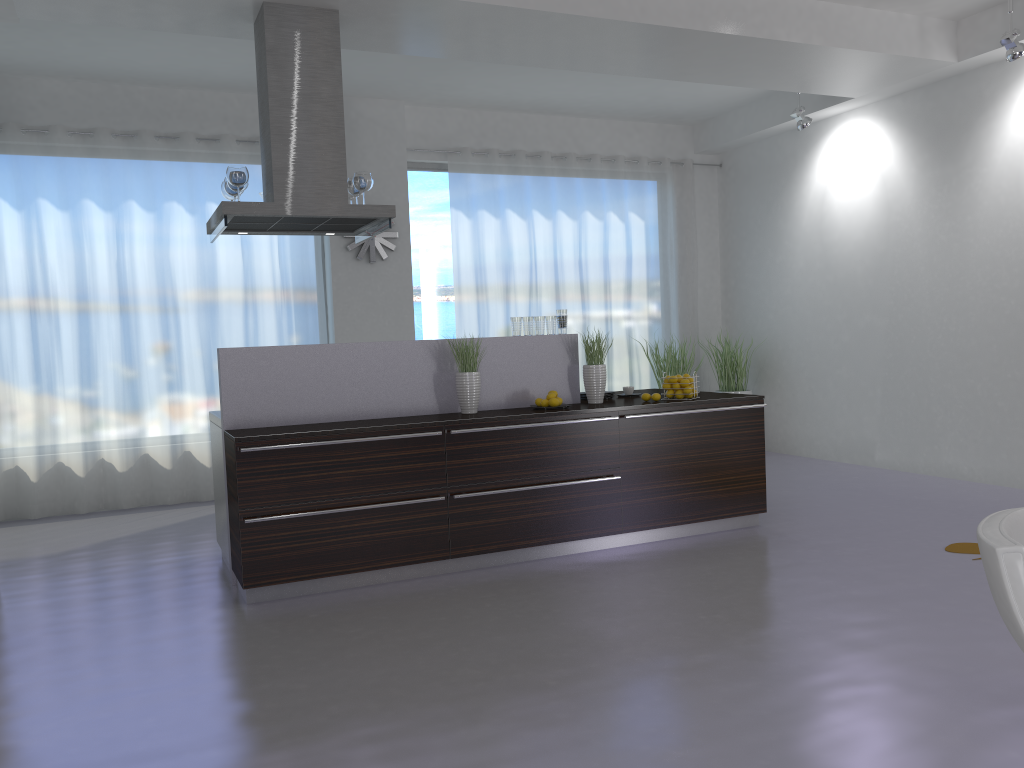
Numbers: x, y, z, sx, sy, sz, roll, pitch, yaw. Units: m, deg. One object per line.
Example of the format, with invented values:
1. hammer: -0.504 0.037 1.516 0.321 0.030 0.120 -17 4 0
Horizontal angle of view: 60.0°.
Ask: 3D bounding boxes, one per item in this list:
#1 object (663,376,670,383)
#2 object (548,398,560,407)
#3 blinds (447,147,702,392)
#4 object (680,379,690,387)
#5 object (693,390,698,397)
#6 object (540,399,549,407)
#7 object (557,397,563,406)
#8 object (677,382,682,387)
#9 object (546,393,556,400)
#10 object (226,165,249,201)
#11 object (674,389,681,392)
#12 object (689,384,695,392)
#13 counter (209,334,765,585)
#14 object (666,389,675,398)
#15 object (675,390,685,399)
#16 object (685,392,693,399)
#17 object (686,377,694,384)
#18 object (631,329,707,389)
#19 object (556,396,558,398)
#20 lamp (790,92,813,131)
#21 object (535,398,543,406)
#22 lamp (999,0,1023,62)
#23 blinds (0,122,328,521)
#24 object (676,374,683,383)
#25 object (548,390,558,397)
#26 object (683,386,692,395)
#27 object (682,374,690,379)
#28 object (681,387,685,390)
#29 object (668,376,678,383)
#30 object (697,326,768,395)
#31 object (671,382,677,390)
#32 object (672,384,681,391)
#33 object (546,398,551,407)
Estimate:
1. object: 1.005 -0.025 5.712 0.052 0.060 0.057 -4 4 -36
2. object: 0.253 0.112 5.332 0.070 0.058 0.060 -4 3 -25
3. blinds: 0.752 -0.773 9.045 2.830 3.112 0.120 -4 3 -24
4. object: 1.101 -0.006 5.645 0.061 0.052 0.053 -3 3 -11
5. object: 1.176 0.061 5.735 0.053 0.052 0.062 -2 3 15
6. object: 0.201 0.117 5.360 0.063 0.051 0.053 -3 3 -20
7. object: 0.280 0.109 5.391 0.052 0.054 0.061 0 4 43
8. object: 1.097 -0.006 5.743 0.055 0.051 0.061 -4 3 -30
9. object: 0.238 0.077 5.375 0.061 0.047 0.053 -3 3 -21
10. object: -1.551 -1.119 5.023 0.125 0.221 0.125 -2 3 1
11. object: 1.072 0.060 5.703 0.057 0.060 0.052 -3 3 -18
12. object: 1.145 0.029 5.684 0.061 0.055 0.051 -5 4 -45
13. counter: -0.129 0.353 5.654 3.291 1.300 1.302 -4 3 -24
14. object: 1.014 0.063 5.681 0.060 0.057 0.052 -4 3 -22
15. object: 1.071 0.068 5.660 0.064 0.063 0.074 -3 3 -4
16. object: 1.129 0.067 5.662 0.051 0.053 0.063 -3 3 -16
17. object: 1.141 -0.021 5.686 0.051 0.053 0.063 -3 3 -11
18. object: 1.639 0.097 8.880 0.713 1.334 0.656 -4 3 -24
19. object: 0.272 0.102 5.448 0.051 0.053 0.063 -2 3 16
20. lamp: 2.515 -2.463 7.718 0.185 0.511 0.150 -4 3 -24
21. object: 0.171 0.112 5.407 0.061 0.054 0.052 -1 3 23
22. lamp: 3.331 -2.402 5.893 0.185 0.511 0.150 -4 3 -24
23. blinds: -3.140 -0.523 7.315 3.245 3.112 0.120 -4 3 -24
24. object: 1.073 -0.034 5.705 0.051 0.053 0.063 -4 3 -22
25. object: 0.250 0.063 5.426 0.063 0.048 0.053 -1 3 32
26. object: 1.113 0.041 5.623 0.052 0.054 0.061 0 4 43
27. object: 1.133 -0.038 5.752 0.050 0.060 0.059 -4 3 -24
28. object: 1.115 0.026 5.691 0.051 0.053 0.062 -3 3 -16
29. object: 1.029 -0.027 5.665 0.063 0.051 0.053 -1 3 23
30. object: 2.228 0.058 9.177 0.656 1.334 0.713 -5 4 -39
31. object: 1.043 0.011 5.719 0.064 0.053 0.051 -4 3 -21
32. object: 1.051 0.017 5.663 0.052 0.053 0.062 0 4 38
33. object: 0.229 0.110 5.418 0.057 0.060 0.071 -4 3 -22
